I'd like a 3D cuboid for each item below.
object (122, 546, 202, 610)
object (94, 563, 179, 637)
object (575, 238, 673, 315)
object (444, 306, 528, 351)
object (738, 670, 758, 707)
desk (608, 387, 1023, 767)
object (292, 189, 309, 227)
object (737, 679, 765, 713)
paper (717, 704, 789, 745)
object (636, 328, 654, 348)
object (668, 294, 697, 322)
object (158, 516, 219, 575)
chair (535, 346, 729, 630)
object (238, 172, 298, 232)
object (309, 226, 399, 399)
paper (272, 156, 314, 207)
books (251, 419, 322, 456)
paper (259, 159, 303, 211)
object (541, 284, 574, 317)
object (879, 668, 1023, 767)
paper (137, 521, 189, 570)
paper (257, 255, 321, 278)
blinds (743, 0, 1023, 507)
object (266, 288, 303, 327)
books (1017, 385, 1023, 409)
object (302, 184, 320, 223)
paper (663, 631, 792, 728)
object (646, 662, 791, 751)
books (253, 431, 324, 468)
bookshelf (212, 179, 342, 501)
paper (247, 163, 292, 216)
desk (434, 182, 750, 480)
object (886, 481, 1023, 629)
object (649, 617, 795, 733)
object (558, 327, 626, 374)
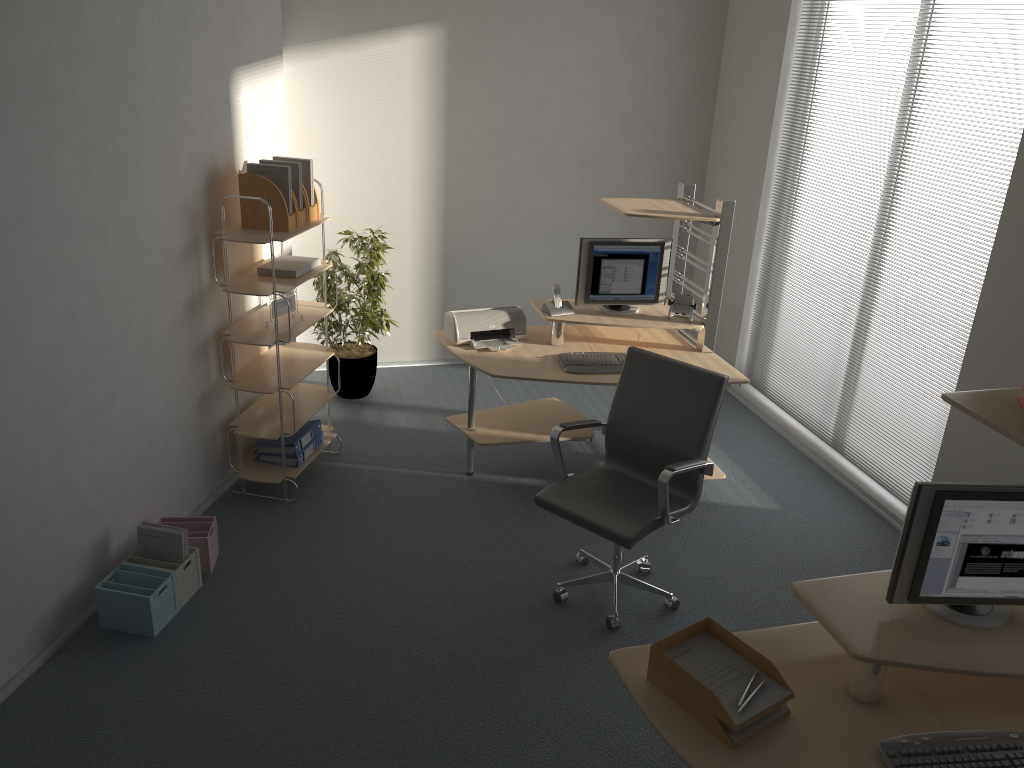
[{"bbox_3d":[-1.500,0.823,3.819,0.245,0.202,0.185,7,23,10],"label":"object"},{"bbox_3d":[-1.538,0.891,3.651,0.245,0.202,0.185,7,23,10],"label":"object"},{"bbox_3d":[0.612,-0.619,4.940,0.516,0.418,0.245,3,22,-1],"label":"object"},{"bbox_3d":[-0.112,-0.304,4.836,0.438,0.162,0.351,-7,24,-22],"label":"object"},{"bbox_3d":[0.610,0.788,2.296,0.008,0.009,0.159,15,25,27],"label":"object"},{"bbox_3d":[1.101,0.857,2.266,1.469,1.566,0.967,-3,23,-15],"label":"desk"},{"bbox_3d":[-1.148,-0.926,4.386,0.243,0.259,0.113,8,23,11],"label":"object"},{"bbox_3d":[0.612,0.799,2.268,0.008,0.009,0.159,20,28,35],"label":"object"},{"bbox_3d":[0.550,0.820,2.367,0.210,0.019,0.297,-13,27,-34],"label":"paper"},{"bbox_3d":[0.771,-0.227,4.997,0.168,0.088,0.742,-2,23,-13],"label":"object"},{"bbox_3d":[0.935,-0.420,4.870,0.154,0.135,0.093,11,24,19],"label":"object"},{"bbox_3d":[-1.481,0.738,4.028,0.245,0.202,0.185,0,23,-7],"label":"object"},{"bbox_3d":[0.491,0.461,3.822,0.584,1.048,0.652,21,28,36],"label":"chair"},{"bbox_3d":[-1.172,-0.881,4.274,0.243,0.259,0.113,7,23,9],"label":"object"},{"bbox_3d":[-1.012,-0.459,5.746,0.544,1.147,0.644,8,23,12],"label":"object"},{"bbox_3d":[-1.110,-0.996,4.509,0.213,0.297,0.045,9,23,14],"label":"paper"},{"bbox_3d":[-1.220,0.283,4.810,0.263,0.100,0.320,8,23,11],"label":"books"},{"bbox_3d":[-1.144,-0.952,4.398,0.213,0.297,0.045,8,23,11],"label":"paper"},{"bbox_3d":[0.254,-0.467,4.876,0.150,0.151,0.119,-9,25,-28],"label":"object"},{"bbox_3d":[1.119,0.866,2.407,0.478,0.082,0.814,0,23,-8],"label":"object"},{"bbox_3d":[-1.493,0.753,3.806,0.220,0.306,0.068,7,23,10],"label":"paper"},{"bbox_3d":[-1.142,-0.606,4.554,0.213,0.046,0.297,7,23,10],"label":"paper"},{"bbox_3d":[1.965,-0.936,4.899,0.037,2.749,1.950,-3,23,-15],"label":"blinds"},{"bbox_3d":[-1.165,-0.395,4.529,0.077,0.161,0.192,15,25,27],"label":"object"},{"bbox_3d":[1.519,0.079,2.292,0.320,0.072,0.262,9,23,15],"label":"books"},{"bbox_3d":[-1.115,-0.971,4.498,0.243,0.259,0.113,9,23,14],"label":"object"},{"bbox_3d":[0.553,0.772,2.348,0.210,0.010,0.297,-13,27,-34],"label":"paper"},{"bbox_3d":[0.550,0.808,2.363,0.225,0.060,0.309,-13,27,-34],"label":"object"},{"bbox_3d":[-1.213,0.335,4.829,0.262,0.072,0.320,8,23,11],"label":"books"},{"bbox_3d":[-1.194,-0.234,4.610,0.381,1.572,0.724,8,23,11],"label":"bookshelf"},{"bbox_3d":[-1.169,-0.907,4.285,0.213,0.297,0.045,7,23,9],"label":"paper"},{"bbox_3d":[0.391,-0.208,4.750,1.469,1.566,0.967,-3,23,-15],"label":"desk"},{"bbox_3d":[1.319,0.438,2.476,0.516,0.418,0.245,5,23,6],"label":"object"},{"bbox_3d":[0.553,0.756,2.342,0.225,0.060,0.309,-13,27,-34],"label":"object"},{"bbox_3d":[0.449,-0.195,4.886,0.478,0.082,0.814,0,23,-8],"label":"object"}]
